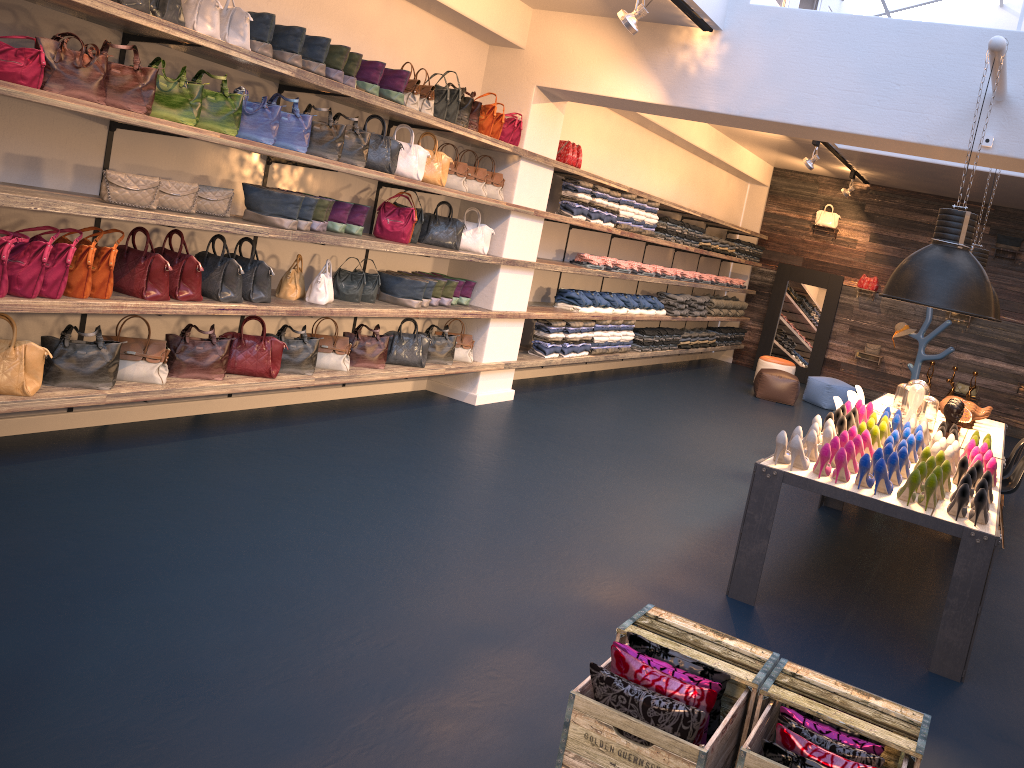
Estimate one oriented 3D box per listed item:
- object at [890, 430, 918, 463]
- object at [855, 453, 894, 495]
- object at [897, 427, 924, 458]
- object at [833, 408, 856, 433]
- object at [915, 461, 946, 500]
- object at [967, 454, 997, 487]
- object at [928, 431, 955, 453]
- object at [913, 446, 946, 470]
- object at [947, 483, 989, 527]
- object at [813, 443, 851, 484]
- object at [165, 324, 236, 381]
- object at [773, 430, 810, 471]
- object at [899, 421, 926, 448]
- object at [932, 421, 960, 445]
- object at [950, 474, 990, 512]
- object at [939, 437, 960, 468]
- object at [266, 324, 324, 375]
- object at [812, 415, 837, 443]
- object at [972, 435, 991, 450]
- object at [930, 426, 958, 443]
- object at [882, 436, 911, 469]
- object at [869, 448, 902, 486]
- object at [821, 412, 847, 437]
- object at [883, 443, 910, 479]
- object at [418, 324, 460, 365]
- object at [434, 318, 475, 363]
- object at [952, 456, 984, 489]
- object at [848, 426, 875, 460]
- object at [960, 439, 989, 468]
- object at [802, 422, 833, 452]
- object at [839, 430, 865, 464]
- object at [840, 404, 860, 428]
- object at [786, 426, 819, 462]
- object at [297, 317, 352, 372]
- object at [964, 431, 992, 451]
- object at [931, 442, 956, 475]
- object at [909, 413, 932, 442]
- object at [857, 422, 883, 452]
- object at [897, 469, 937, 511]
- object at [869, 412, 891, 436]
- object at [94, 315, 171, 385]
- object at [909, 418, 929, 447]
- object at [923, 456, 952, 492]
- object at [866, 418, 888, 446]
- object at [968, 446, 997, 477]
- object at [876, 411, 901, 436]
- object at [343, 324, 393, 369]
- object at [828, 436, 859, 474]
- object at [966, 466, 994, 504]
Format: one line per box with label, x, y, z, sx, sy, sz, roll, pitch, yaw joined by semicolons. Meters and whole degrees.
object;2.501;0.391;5.543;0.196;0.193;0.259;16;10;26
object;1.888;0.457;4.513;0.188;0.193;0.261;17;10;34
object;2.665;0.382;5.773;0.190;0.193;0.259;16;10;27
object;2.287;0.266;5.944;0.188;0.193;0.261;17;10;34
object;2.232;0.506;4.651;0.190;0.193;0.259;16;10;27
object;2.888;0.518;5.326;0.192;0.193;0.257;15;9;23
object;2.950;0.411;5.943;0.192;0.193;0.257;15;9;23
object;2.501;0.465;5.162;0.190;0.193;0.259;16;10;27
object;2.276;0.582;4.308;0.190;0.193;0.259;16;10;27
object;1.694;0.403;4.574;0.191;0.193;0.257;15;9;24
object;-1.864;-0.199;5.177;0.401;0.335;0.205;8;8;-27
object;1.499;0.346;4.648;0.189;0.193;0.260;17;10;32
object;2.788;0.356;6.043;0.190;0.193;0.259;16;10;27
object;3.251;0.373;6.480;0.190;0.193;0.259;16;10;27
object;2.424;0.564;4.570;0.190;0.193;0.259;16;10;27
object;2.853;0.441;5.683;0.190;0.193;0.259;16;10;27
object;-1.470;-0.238;5.825;0.399;0.335;0.206;8;8;-24
object;1.971;0.293;5.449;0.188;0.193;0.261;17;10;35
object;3.289;0.454;6.107;0.190;0.193;0.259;16;10;27
object;3.102;0.393;6.205;0.191;0.193;0.258;16;9;24
object;2.327;0.407;5.263;0.190;0.193;0.259;16;10;27
object;2.056;0.443;4.775;0.190;0.193;0.259;16;10;27
object;2.124;0.278;5.698;0.192;0.193;0.257;15;9;22
object;2.210;0.431;5.010;0.191;0.193;0.258;16;9;24
object;-0.624;-0.338;7.290;0.399;0.335;0.206;8;8;-24
object;-0.510;-0.393;7.631;0.406;0.363;0.170;8;7;-24
object;2.702;0.520;5.108;0.188;0.193;0.261;17;10;34
object;2.144;0.355;5.327;0.188;0.193;0.261;17;10;34
object;3.143;0.467;5.874;0.190;0.193;0.259;16;10;27
object;1.824;0.317;5.159;0.196;0.193;0.252;14;9;13
object;1.994;0.368;5.088;0.189;0.193;0.260;17;10;31
object;2.403;0.242;6.197;0.190;0.193;0.259;16;10;27
object;1.652;0.328;4.912;0.193;0.193;0.255;15;9;18
object;-1.337;-0.296;6.200;0.406;0.363;0.170;8;7;-24
object;3.431;0.436;6.359;0.190;0.193;0.259;16;10;27
object;2.690;0.454;5.429;0.190;0.193;0.259;16;10;27
object;3.066;0.321;6.537;0.189;0.193;0.260;17;10;33
object;2.295;0.338;5.584;0.190;0.193;0.259;16;10;27
object;2.072;0.519;4.405;0.193;0.193;0.256;15;9;20
object;2.596;0.297;6.130;0.190;0.193;0.260;16;10;30
object;-2.118;-0.203;4.847;0.406;0.363;0.170;8;7;-24
object;2.929;0.341;6.279;0.190;0.193;0.259;16;10;27
object;2.386;0.494;4.883;0.192;0.193;0.257;15;9;22
object;2.458;0.322;5.849;0.190;0.193;0.259;16;10;27
object;3.030;0.497;5.594;0.189;0.193;0.261;17;10;33
object;2.758;0.290;6.352;0.193;0.193;0.255;15;9;19
object;-1.086;-0.291;6.526;0.401;0.335;0.205;8;8;-27
object;1.845;0.384;4.840;0.190;0.193;0.259;16;10;27
object;2.587;0.550;4.825;0.190;0.193;0.259;16;10;27
